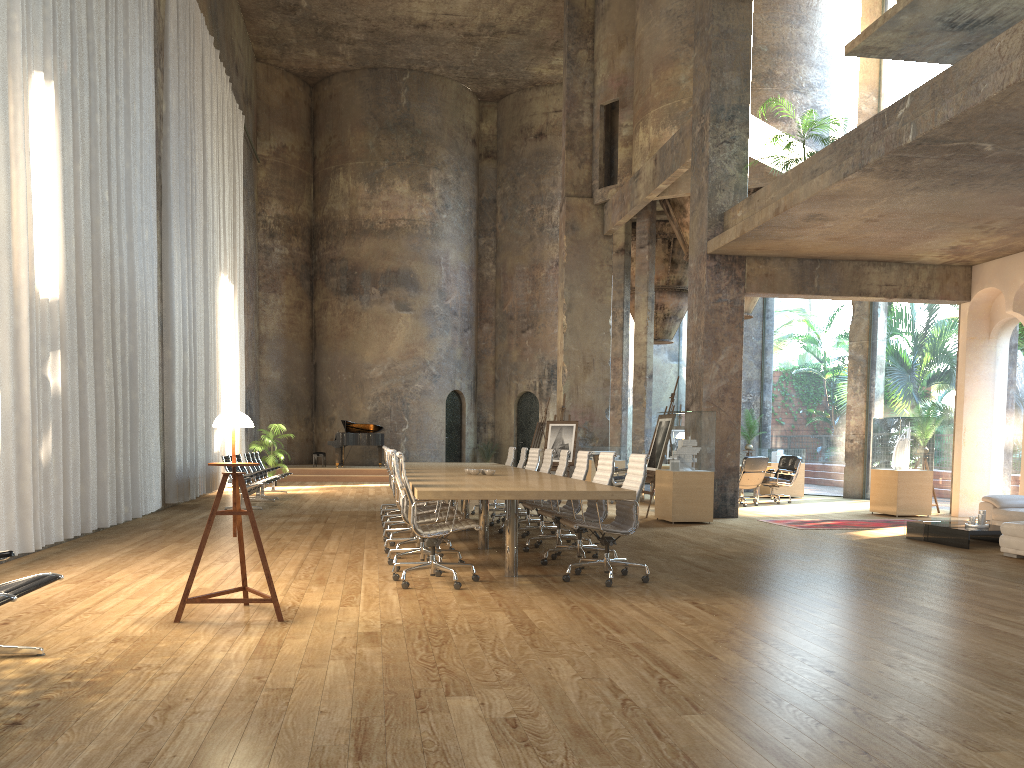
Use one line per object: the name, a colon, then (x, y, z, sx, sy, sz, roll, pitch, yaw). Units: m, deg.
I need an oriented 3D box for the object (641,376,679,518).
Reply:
object: (2.268, 0.951, 13.225, 0.684, 2.160, 0.696, 0, 3, -10)

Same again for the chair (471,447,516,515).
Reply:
chair: (-0.271, 1.460, 13.261, 0.699, 1.032, 0.662, 1, 2, -4)

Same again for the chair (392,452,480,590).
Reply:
chair: (-0.595, 1.044, 6.860, 0.699, 1.032, 0.662, 1, 2, -4)

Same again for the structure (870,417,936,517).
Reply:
structure: (6.158, 1.308, 13.886, 0.594, 1.557, 0.738, 0, 3, -9)

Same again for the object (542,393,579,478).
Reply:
object: (1.018, 1.255, 18.157, 0.700, 2.160, 0.680, 2, 4, 23)

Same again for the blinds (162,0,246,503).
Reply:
blinds: (-5.800, -2.228, 17.245, 0.275, 8.695, 7.796, 0, 1, -8)

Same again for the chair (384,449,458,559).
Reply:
chair: (-0.893, 1.150, 8.551, 0.699, 1.032, 0.662, 0, 2, -10)

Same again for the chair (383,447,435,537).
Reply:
chair: (-1.185, 1.262, 10.337, 0.699, 1.032, 0.662, 1, 2, -1)

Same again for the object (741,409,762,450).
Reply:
object: (5.118, 0.980, 19.259, 0.859, 0.946, 0.685, 1, 1, -6)

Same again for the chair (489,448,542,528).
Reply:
chair: (0.041, 1.354, 11.573, 0.699, 1.032, 0.662, 0, 2, -10)

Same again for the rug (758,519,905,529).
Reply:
rug: (4.862, 1.958, 12.296, 2.462, 0.009, 1.342, 1, -4, -9)

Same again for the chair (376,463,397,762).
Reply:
chair: (1.194, 1.494, 13.446, 12.952, 1.037, 31.417, 1, -4, -9)

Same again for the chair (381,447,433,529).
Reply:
chair: (-1.328, 1.317, 11.222, 0.699, 1.032, 0.662, 1, 2, -4)

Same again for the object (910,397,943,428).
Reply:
object: (6.719, 0.685, 14.412, 0.688, 0.945, 0.856, 0, 1, -18)

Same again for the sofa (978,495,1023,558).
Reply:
sofa: (5.920, 1.435, 9.533, 2.064, 0.725, 2.920, 1, -3, -9)

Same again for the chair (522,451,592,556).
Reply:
chair: (0.459, 1.187, 8.898, 0.699, 1.032, 0.662, 1, 2, -4)

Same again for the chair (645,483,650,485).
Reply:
chair: (2.753, 1.798, 16.978, 0.729, 0.898, 0.818, 1, 1, -2)

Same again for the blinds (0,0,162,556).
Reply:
blinds: (-4.450, -2.762, 8.724, 0.275, 8.695, 7.796, 0, 1, -8)

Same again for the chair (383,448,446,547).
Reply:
chair: (-1.050, 1.207, 9.468, 0.699, 1.032, 0.662, 1, 2, -4)

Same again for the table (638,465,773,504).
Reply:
table: (3.467, 1.858, 16.328, 2.410, 0.704, 1.101, 1, -1, -9)

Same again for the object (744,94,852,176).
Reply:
object: (4.046, -2.997, 12.269, 1.401, 1.820, 1.350, 1, 1, -3)

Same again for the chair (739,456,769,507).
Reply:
chair: (4.079, 1.731, 15.721, 0.729, 0.898, 0.818, 0, 1, -35)

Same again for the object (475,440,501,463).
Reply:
object: (-0.725, 2.211, 27.233, 0.912, 0.997, 0.904, 1, 1, 2)

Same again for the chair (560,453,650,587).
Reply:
chair: (0.751, 1.072, 7.059, 0.699, 1.032, 0.662, 1, 2, -3)

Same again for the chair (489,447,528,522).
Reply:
chair: (-0.101, 1.407, 12.415, 0.699, 1.032, 0.662, 1, 2, -1)

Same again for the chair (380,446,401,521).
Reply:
chair: (-1.473, 1.374, 12.127, 0.699, 1.032, 0.662, 0, 2, -6)

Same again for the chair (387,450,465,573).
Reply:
chair: (-0.759, 1.097, 7.707, 0.699, 1.032, 0.662, 1, 2, -1)

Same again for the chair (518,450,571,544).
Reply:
chair: (0.316, 1.242, 9.784, 0.699, 1.032, 0.662, 1, 2, -1)

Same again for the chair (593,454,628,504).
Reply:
chair: (1.931, 1.732, 16.090, 0.821, 0.898, 0.727, 0, 1, -13)

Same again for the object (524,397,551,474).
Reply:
object: (0.618, 1.369, 20.003, 0.684, 2.160, 0.697, 2, 3, 17)

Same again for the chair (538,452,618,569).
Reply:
chair: (0.605, 1.130, 7.994, 0.699, 1.032, 0.662, 0, 2, -6)

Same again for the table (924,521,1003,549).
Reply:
table: (5.224, 1.726, 10.083, 0.790, 0.203, 1.107, 1, -3, -9)

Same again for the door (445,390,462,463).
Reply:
door: (-1.814, 1.329, 26.581, 0.091, 2.311, 0.900, 4, 4, 39)

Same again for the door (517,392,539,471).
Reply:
door: (0.521, 1.546, 26.953, 0.900, 2.648, 0.110, 3, 4, 33)

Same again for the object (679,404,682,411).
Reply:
object: (4.334, 1.589, 22.786, 0.701, 2.160, 0.680, 2, 4, 20)

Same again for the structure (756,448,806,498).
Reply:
structure: (5.571, 1.851, 18.298, 0.735, 1.021, 0.740, 0, 1, -9)

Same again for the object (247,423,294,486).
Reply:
object: (-5.575, 1.645, 20.346, 1.092, 1.466, 1.124, 0, 1, -18)

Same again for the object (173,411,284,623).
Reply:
object: (-1.645, 0.815, 5.441, 0.570, 1.305, 0.655, 2, 3, 24)

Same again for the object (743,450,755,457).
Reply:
object: (5.274, 1.933, 19.272, 0.570, 0.978, 0.656, 2, 2, 27)

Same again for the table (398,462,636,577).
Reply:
table: (-0.483, 1.387, 10.132, 1.601, 0.762, 7.693, 1, -4, -9)

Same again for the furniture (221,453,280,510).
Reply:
furniture: (-4.302, 1.593, 14.594, 0.708, 0.845, 1.866, 0, -2, -9)

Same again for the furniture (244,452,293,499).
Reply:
furniture: (-4.674, 1.740, 16.948, 0.708, 0.845, 1.866, 0, -2, -9)

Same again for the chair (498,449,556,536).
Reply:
chair: (0.181, 1.297, 10.652, 0.699, 1.032, 0.662, 1, 2, -4)

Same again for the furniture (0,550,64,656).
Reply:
furniture: (-2.494, 0.901, 3.539, 0.708, 0.845, 1.866, 0, -2, -9)

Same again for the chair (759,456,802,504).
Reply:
chair: (4.940, 1.794, 16.551, 0.821, 0.898, 0.727, 0, 1, -15)

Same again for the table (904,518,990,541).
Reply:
table: (5.166, 1.727, 10.446, 0.860, 0.248, 0.369, 1, -1, -9)

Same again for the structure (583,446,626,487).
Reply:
structure: (1.991, 1.862, 19.057, 0.743, 1.021, 0.732, 0, 1, -9)

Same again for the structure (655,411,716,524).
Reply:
structure: (2.425, 1.170, 12.368, 0.594, 1.557, 0.738, 0, 3, -9)

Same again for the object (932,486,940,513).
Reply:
object: (6.649, 1.638, 14.463, 0.657, 0.978, 0.569, -1, 3, -45)
